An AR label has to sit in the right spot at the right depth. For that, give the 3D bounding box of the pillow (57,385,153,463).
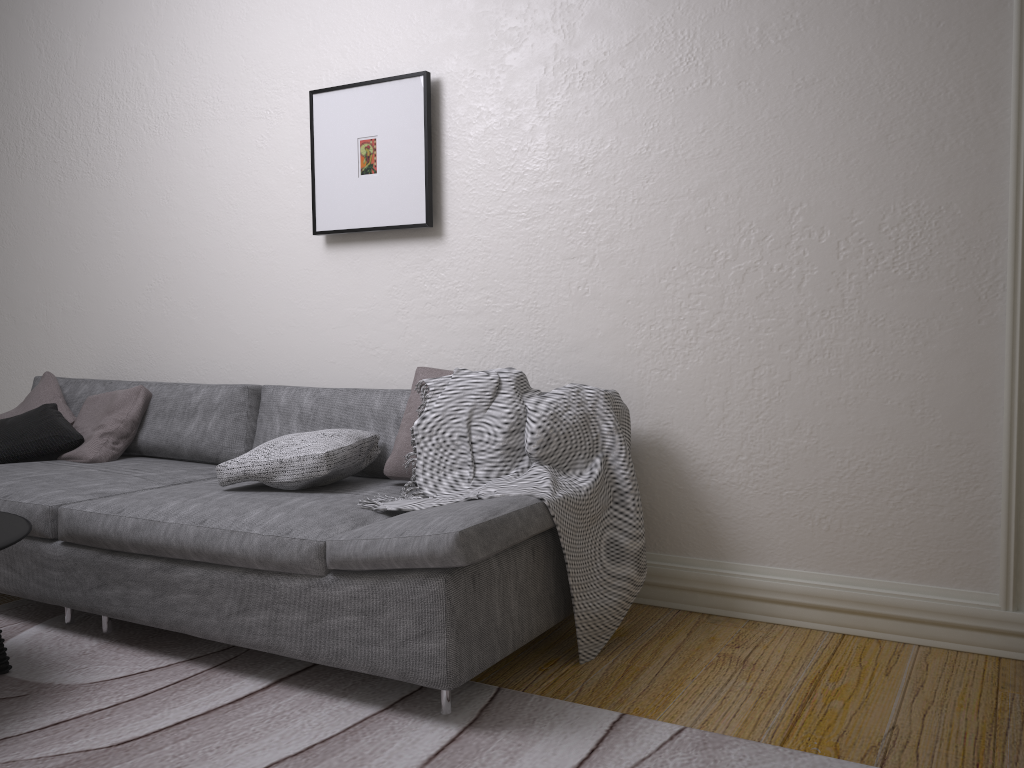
[{"bbox_3d":[-1.733,0.166,3.676,0.415,0.318,0.343,1,4,29],"label":"pillow"}]

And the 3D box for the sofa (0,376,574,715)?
[{"bbox_3d":[-1.158,0.400,3.220,3.006,0.772,1.121,1,4,29],"label":"sofa"}]

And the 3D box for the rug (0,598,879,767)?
[{"bbox_3d":[-0.596,0.865,1.538,3.645,0.008,1.984,1,4,29],"label":"rug"}]

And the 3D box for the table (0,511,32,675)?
[{"bbox_3d":[-1.723,0.623,2.192,0.929,0.449,0.959,1,4,27],"label":"table"}]

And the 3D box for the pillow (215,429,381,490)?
[{"bbox_3d":[-0.696,0.252,2.934,0.400,0.194,0.410,0,4,16],"label":"pillow"}]

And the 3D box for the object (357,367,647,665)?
[{"bbox_3d":[-0.012,0.391,2.698,0.887,0.866,0.617,-1,4,-5],"label":"object"}]

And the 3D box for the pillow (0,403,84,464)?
[{"bbox_3d":[-2.001,0.231,3.581,0.429,0.268,0.394,-4,5,-40],"label":"pillow"}]

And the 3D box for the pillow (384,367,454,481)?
[{"bbox_3d":[-0.191,0.143,2.887,0.419,0.390,0.246,1,4,29],"label":"pillow"}]

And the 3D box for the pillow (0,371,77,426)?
[{"bbox_3d":[-2.117,0.175,3.869,0.359,0.448,0.469,-4,5,-40],"label":"pillow"}]
